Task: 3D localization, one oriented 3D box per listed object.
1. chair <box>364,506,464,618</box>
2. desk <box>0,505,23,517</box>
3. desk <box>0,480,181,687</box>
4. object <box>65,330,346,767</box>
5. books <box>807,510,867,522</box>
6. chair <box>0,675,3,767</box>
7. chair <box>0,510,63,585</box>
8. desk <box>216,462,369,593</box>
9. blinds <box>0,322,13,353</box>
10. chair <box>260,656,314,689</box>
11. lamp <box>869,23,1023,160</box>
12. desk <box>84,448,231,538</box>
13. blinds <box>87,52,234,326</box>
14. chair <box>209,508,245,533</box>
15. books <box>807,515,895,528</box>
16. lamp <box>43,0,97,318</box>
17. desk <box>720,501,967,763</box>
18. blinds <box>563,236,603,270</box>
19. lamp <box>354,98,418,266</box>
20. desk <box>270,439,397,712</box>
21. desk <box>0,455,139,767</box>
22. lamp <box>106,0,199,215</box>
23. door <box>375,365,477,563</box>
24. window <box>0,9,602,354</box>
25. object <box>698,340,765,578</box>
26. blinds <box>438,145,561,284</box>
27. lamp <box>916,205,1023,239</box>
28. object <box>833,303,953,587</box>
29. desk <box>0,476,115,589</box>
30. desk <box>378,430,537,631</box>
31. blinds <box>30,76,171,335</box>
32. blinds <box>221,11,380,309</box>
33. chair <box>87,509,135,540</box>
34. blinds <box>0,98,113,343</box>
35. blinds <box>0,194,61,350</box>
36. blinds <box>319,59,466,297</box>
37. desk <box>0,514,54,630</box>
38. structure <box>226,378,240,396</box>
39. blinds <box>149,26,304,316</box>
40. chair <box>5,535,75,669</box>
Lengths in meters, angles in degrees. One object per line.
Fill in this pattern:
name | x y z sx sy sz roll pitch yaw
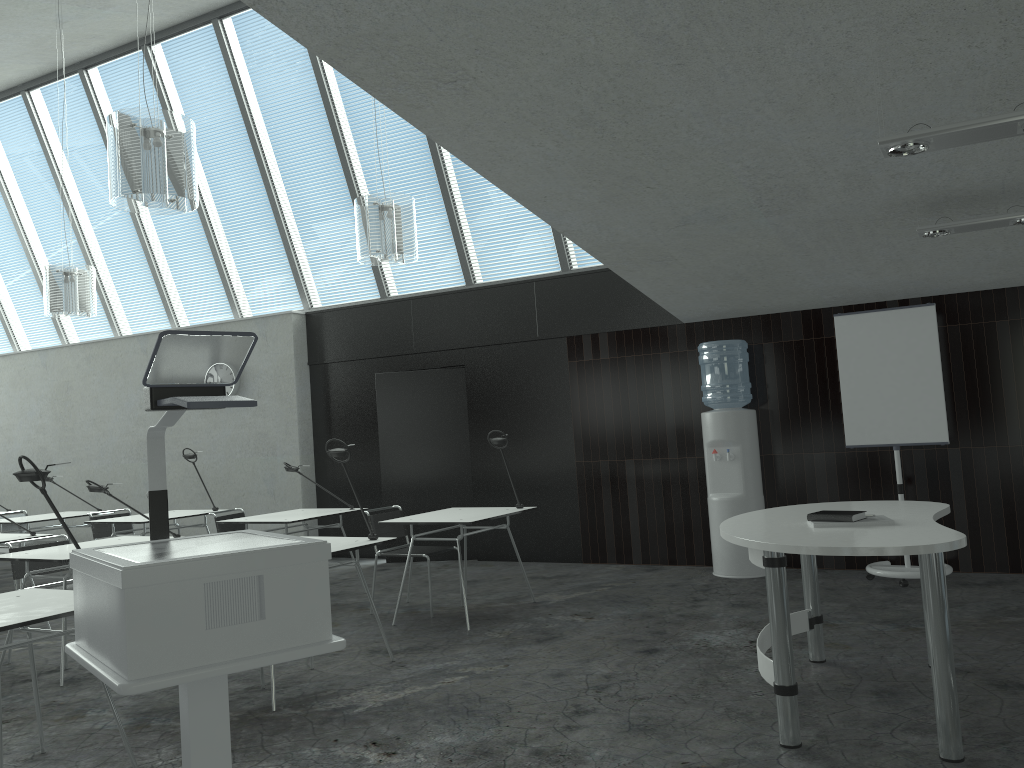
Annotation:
chair | -0.683 1.326 6.063 0.555 0.765 0.428 -6 -4 30
desk | -5.418 1.584 8.681 0.700 1.153 0.900 -5 -4 28
desk | -2.387 1.184 5.105 0.700 1.153 0.900 -5 -4 28
object | -0.850 0.685 2.391 0.559 1.639 0.680 -1 -4 -38
books | 1.295 0.585 3.532 0.183 0.032 0.164 -7 -4 41
chair | -2.231 1.258 3.253 0.555 0.765 0.428 -5 -4 26
chair | -4.456 1.681 8.082 0.555 0.765 0.428 -5 -4 27
desk | -1.609 1.223 6.593 0.700 1.153 0.900 -5 -4 28
blinds | -7.234 -1.892 11.422 0.889 2.949 1.094 -5 -4 28
chair | -1.386 1.285 4.607 0.555 0.765 0.428 -5 -4 27
lamp | 1.488 -2.732 3.169 0.600 3.595 0.212 -5 -4 28
desk | -2.891 1.260 7.286 0.700 1.321 0.900 -5 -4 29
blinds | -3.768 -2.219 9.546 0.889 2.949 1.094 -5 -4 28
chair | -1.950 1.445 6.737 0.555 0.765 0.428 -5 -4 16
books | 1.343 0.607 3.531 0.297 0.021 0.210 -4 -3 12
lamp | -3.415 -1.997 6.772 0.359 2.848 0.350 -5 -4 28
desk | 1.365 1.033 3.658 0.910 0.818 1.600 -5 -4 23
blinds | 0.561 -2.644 7.196 0.889 2.982 1.106 -5 -4 28
lamp | -0.828 -2.241 5.371 0.359 2.848 0.350 -5 -4 28
desk | -1.123 0.984 4.483 0.700 1.321 0.900 -5 -4 29
desk | -1.879 0.949 3.070 0.700 1.321 0.900 -5 -4 28
lamp | -1.610 -2.008 3.886 0.359 2.307 0.350 -5 -4 28
door | -0.820 0.846 8.414 0.940 2.020 0.365 -5 -4 28
window | -4.623 -2.169 10.042 12.775 3.101 1.144 -5 -4 28
object | 1.686 0.621 6.794 0.436 1.967 0.436 -5 -4 18
blinds | -0.306 -2.562 7.666 0.889 2.982 1.106 -5 -4 28
lamp | 2.341 -2.693 4.738 0.600 3.595 0.212 -5 -4 28
object | 2.669 0.459 6.151 0.553 2.091 0.560 -3 -3 -8
desk | -4.165 1.462 7.940 0.700 1.153 0.900 -5 -4 29
desk | -0.337 1.017 5.866 0.700 1.321 0.900 -5 -4 28
blinds | -4.635 -2.137 10.015 0.889 2.949 1.094 -5 -4 28
blinds | -2.034 -2.383 8.607 0.889 2.949 1.094 -5 -4 28
chair | -3.223 1.566 7.434 0.555 0.765 0.428 -6 -4 32
blinds | -5.501 -2.055 10.484 0.889 2.949 1.094 -5 -4 28
blinds | -6.369 -1.973 10.953 0.889 2.949 1.094 -5 -4 28
blinds | -1.169 -2.464 8.139 0.889 2.949 1.094 -5 -4 28
desk | -3.656 1.308 5.864 0.700 1.153 0.900 -5 -4 29
structure | -3.087 -0.030 9.444 0.446 0.446 0.077 -5 -4 28
blinds | -2.900 -2.301 9.076 0.889 2.949 1.094 -5 -4 28
chair | -2.642 1.399 5.223 0.555 0.765 0.428 -5 -4 28
